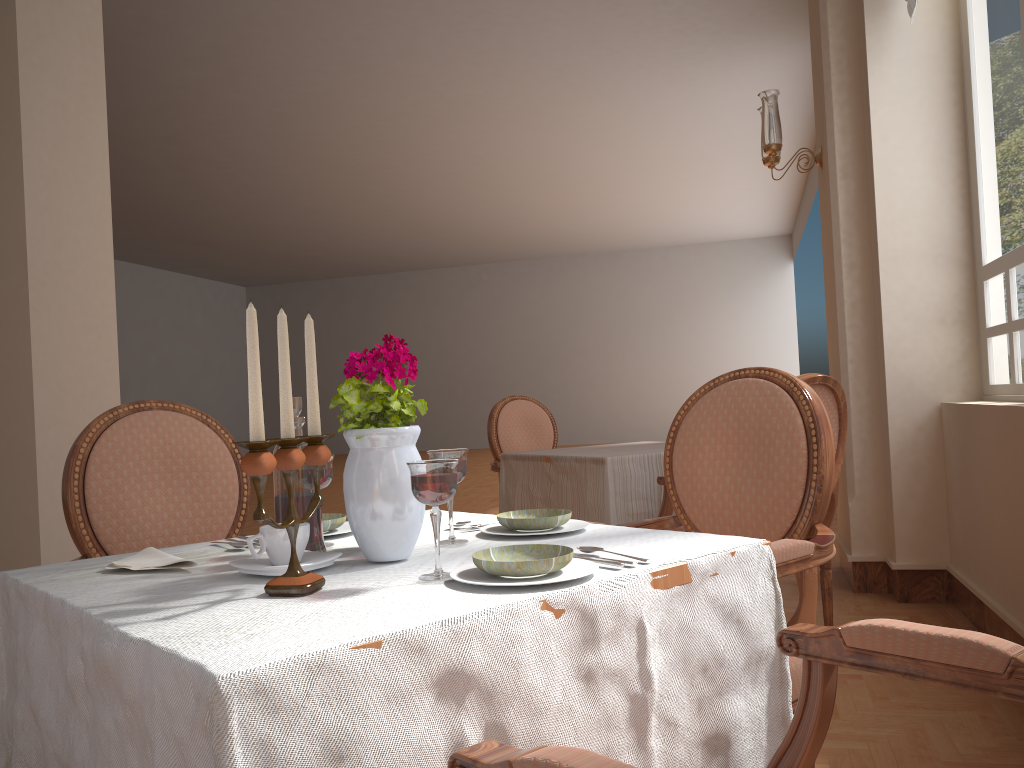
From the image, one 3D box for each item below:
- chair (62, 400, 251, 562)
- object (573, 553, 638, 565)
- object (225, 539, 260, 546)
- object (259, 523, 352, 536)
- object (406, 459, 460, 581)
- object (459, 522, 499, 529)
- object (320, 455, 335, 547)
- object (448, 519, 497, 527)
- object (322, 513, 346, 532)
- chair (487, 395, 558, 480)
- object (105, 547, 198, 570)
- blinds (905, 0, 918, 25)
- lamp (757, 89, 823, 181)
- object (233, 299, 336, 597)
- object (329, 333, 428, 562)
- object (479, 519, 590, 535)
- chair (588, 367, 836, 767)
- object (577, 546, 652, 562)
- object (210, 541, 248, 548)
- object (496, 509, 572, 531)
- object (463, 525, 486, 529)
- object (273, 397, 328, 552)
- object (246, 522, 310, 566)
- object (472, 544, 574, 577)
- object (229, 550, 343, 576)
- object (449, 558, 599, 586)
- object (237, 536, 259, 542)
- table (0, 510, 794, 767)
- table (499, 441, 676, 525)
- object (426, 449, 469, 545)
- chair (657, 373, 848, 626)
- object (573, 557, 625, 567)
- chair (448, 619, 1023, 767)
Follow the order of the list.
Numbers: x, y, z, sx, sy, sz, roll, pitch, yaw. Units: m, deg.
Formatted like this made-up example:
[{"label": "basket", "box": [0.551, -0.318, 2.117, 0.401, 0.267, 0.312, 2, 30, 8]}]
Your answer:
[{"label": "chair", "box": [-0.605, 0.486, 1.748, 0.521, 0.931, 0.593, -2, -1, -42]}, {"label": "object", "box": [0.107, 0.214, 1.091, 0.016, 0.002, 0.125, -2, -2, -38]}, {"label": "object", "box": [-0.424, 0.250, 1.400, 0.016, 0.002, 0.125, -2, -2, -41]}, {"label": "object", "box": [-0.335, 0.246, 1.478, 0.171, 0.005, 0.171, -2, -2, -38]}, {"label": "object", "box": [-0.088, 0.157, 1.027, 0.062, 0.135, 0.062, -2, -1, -44]}, {"label": "object", "box": [-0.038, 0.232, 1.471, 0.125, 0.002, 0.016, -2, -2, -38]}, {"label": "object", "box": [-0.293, 0.175, 1.326, 0.062, 0.135, 0.062, -2, -1, -44]}, {"label": "object", "box": [-0.055, 0.231, 1.490, 0.125, 0.006, 0.027, -2, -2, -39]}, {"label": "object", "box": [-0.335, 0.235, 1.479, 0.117, 0.024, 0.117, -4, -2, 25]}, {"label": "chair", "box": [0.172, 0.509, 4.255, 0.521, 0.931, 0.593, -2, -1, -30]}, {"label": "object", "box": [-0.519, 0.246, 1.237, 0.095, 0.012, 0.234, -2, -2, -37]}, {"label": "blinds", "box": [1.430, -2.082, 3.118, 0.072, 1.376, 0.843, -3, -1, 15]}, {"label": "lamp", "box": [1.301, -1.164, 4.158, 0.274, 0.362, 0.320, -3, -1, 15]}, {"label": "object", "box": [-0.253, 0.073, 1.004, 0.059, 0.325, 0.177, -3, -1, 14]}, {"label": "object", "box": [-0.178, 0.081, 1.176, 0.124, 0.302, 0.143, -3, -1, 13]}, {"label": "object", "box": [0.035, 0.224, 1.378, 0.171, 0.005, 0.171, -2, -2, -45]}, {"label": "chair", "box": [0.338, 0.435, 1.697, 0.593, 0.931, 0.521, -2, -1, -42]}, {"label": "object", "box": [0.126, 0.212, 1.108, 0.027, 0.006, 0.125, -2, -2, -39]}, {"label": "object", "box": [-0.442, 0.249, 1.382, 0.027, 0.006, 0.126, -2, -2, -42]}, {"label": "object", "box": [0.035, 0.213, 1.378, 0.117, 0.024, 0.117, -3, -1, -6]}, {"label": "object", "box": [-0.027, 0.230, 1.453, 0.127, 0.004, 0.013, -2, -2, -38]}, {"label": "object", "box": [-0.301, 0.130, 1.237, 0.074, 0.222, 0.074, -3, -1, -6]}, {"label": "object", "box": [-0.297, 0.206, 1.134, 0.078, 0.049, 0.062, -3, -1, -13]}, {"label": "object", "box": [0.013, 0.205, 1.018, 0.117, 0.024, 0.117, -2, -2, -34]}, {"label": "object", "box": [-0.289, 0.230, 1.135, 0.119, 0.016, 0.119, -4, -2, 35]}, {"label": "object", "box": [0.014, 0.216, 1.018, 0.171, 0.005, 0.171, -2, -2, -25]}, {"label": "object", "box": [-0.406, 0.249, 1.412, 0.013, 0.004, 0.127, -2, -2, -41]}, {"label": "table", "box": [-0.177, 0.575, 1.228, 0.836, 0.680, 0.830, -2, -2, -41]}, {"label": "table", "box": [0.495, 0.603, 3.658, 0.831, 0.677, 0.829, -2, -1, -30]}, {"label": "object", "box": [-0.090, 0.164, 1.289, 0.062, 0.135, 0.062, -2, -1, -44]}, {"label": "chair", "box": [0.856, 0.442, 3.057, 0.521, 0.931, 0.593, -2, -1, -30]}, {"label": "object", "box": [0.089, 0.214, 1.080, 0.013, 0.004, 0.127, -2, -2, -38]}, {"label": "chair", "box": [0.301, 0.411, 0.708, 0.521, 0.931, 0.593, -2, -1, -42]}]
